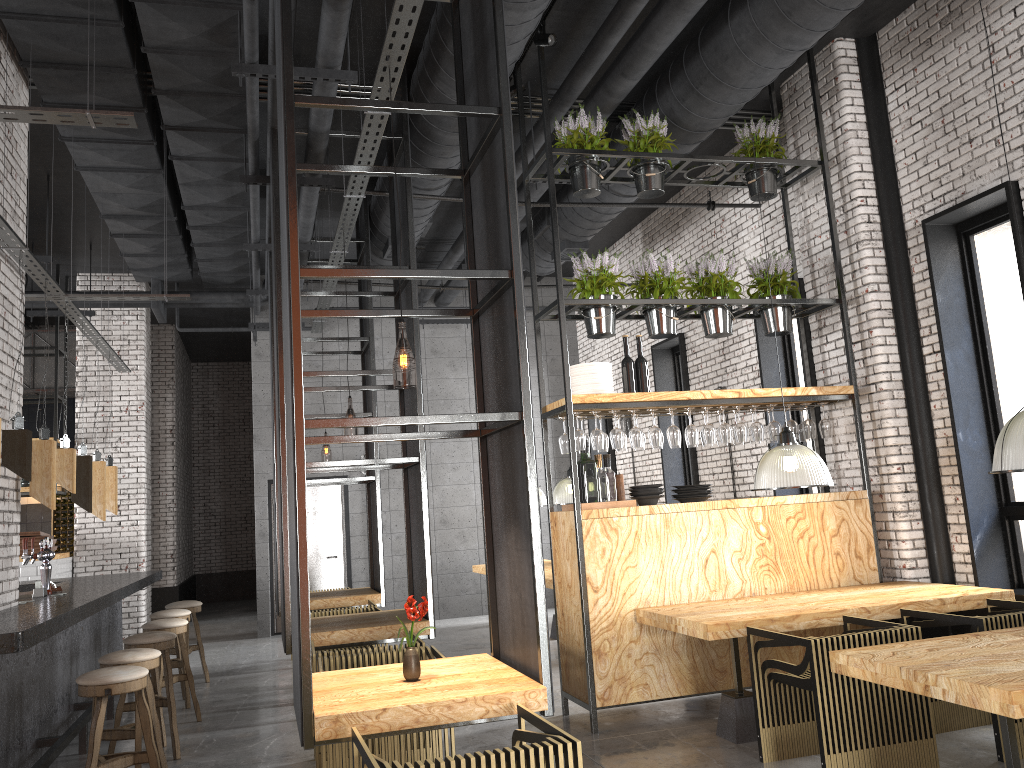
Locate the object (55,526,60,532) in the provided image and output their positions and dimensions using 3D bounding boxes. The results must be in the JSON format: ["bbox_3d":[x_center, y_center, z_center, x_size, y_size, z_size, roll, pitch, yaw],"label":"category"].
[{"bbox_3d":[-7.085,2.260,13.814,0.079,0.080,0.280,-1,-8,-16],"label":"object"}]

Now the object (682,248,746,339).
[{"bbox_3d":[1.578,-0.648,6.918,0.416,0.561,0.466,-9,-10,30],"label":"object"}]

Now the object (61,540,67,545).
[{"bbox_3d":[-6.981,2.466,13.811,0.079,0.080,0.280,-1,-8,-16],"label":"object"}]

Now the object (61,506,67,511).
[{"bbox_3d":[-7.012,1.944,13.877,0.079,0.079,0.283,-1,-8,-16],"label":"object"}]

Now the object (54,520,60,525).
[{"bbox_3d":[-7.082,2.151,13.795,0.079,0.079,0.283,-1,-8,-16],"label":"object"}]

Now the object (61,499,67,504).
[{"bbox_3d":[-7.013,1.836,13.872,0.079,0.079,0.283,-1,-8,-16],"label":"object"}]

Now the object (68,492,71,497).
[{"bbox_3d":[-6.939,1.736,13.951,0.079,0.079,0.283,-1,-8,-16],"label":"object"}]

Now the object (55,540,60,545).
[{"bbox_3d":[-7.066,2.466,13.766,0.079,0.080,0.280,-1,-8,-16],"label":"object"}]

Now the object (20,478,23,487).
[{"bbox_3d":[-6.160,1.055,11.291,0.157,0.556,0.105,-2,-9,-12],"label":"object"}]

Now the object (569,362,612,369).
[{"bbox_3d":[0.567,-0.112,6.492,0.334,0.039,0.334,3,-11,-42],"label":"object"}]

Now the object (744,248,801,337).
[{"bbox_3d":[2.072,-0.669,7.016,0.416,0.561,0.466,-4,-9,3],"label":"object"}]

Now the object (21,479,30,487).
[{"bbox_3d":[-6.083,1.207,11.103,0.118,0.181,0.118,3,-11,-39],"label":"object"}]

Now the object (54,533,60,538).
[{"bbox_3d":[-7.071,2.360,13.774,0.079,0.080,0.280,-1,-8,-16],"label":"object"}]

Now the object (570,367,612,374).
[{"bbox_3d":[0.569,-0.074,6.486,0.334,0.044,0.334,4,-11,-45],"label":"object"}]

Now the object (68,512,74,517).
[{"bbox_3d":[-6.918,2.047,13.901,0.079,0.079,0.283,-1,-8,-16],"label":"object"}]

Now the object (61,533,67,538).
[{"bbox_3d":[-6.977,2.356,13.787,0.079,0.080,0.280,-1,-8,-16],"label":"object"}]

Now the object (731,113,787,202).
[{"bbox_3d":[2.013,-1.778,7.177,0.416,0.561,0.466,-3,-9,-6],"label":"object"}]

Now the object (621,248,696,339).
[{"bbox_3d":[1.119,-0.636,6.779,0.467,0.561,0.415,-1,-9,-21],"label":"object"}]

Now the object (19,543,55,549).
[{"bbox_3d":[-5.813,1.965,10.741,0.405,0.044,0.634,-1,-9,-19],"label":"object"}]

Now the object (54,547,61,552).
[{"bbox_3d":[-7.064,2.572,13.765,0.079,0.080,0.280,-1,-8,-16],"label":"object"}]

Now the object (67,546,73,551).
[{"bbox_3d":[-6.875,2.563,13.793,0.079,0.080,0.280,-1,-8,-16],"label":"object"}]

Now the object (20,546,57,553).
[{"bbox_3d":[-5.810,2.009,10.734,0.405,0.044,0.634,-2,-8,-13],"label":"object"}]

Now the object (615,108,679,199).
[{"bbox_3d":[1.060,-1.747,6.931,0.466,0.561,0.415,-9,-10,32],"label":"object"}]

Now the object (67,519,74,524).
[{"bbox_3d":[-6.904,2.148,13.861,0.079,0.079,0.283,-1,-8,-16],"label":"object"}]

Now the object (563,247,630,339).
[{"bbox_3d":[0.645,-0.628,6.605,0.466,0.561,0.416,-11,-11,39],"label":"object"}]

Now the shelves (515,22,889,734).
[{"bbox_3d":[1.383,-0.196,6.757,2.333,5.035,0.687,-1,-9,-16],"label":"shelves"}]

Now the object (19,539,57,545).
[{"bbox_3d":[-5.816,1.921,10.749,0.405,0.044,0.634,-2,-8,-15],"label":"object"}]

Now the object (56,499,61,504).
[{"bbox_3d":[-7.107,1.841,13.859,0.079,0.079,0.283,-1,-8,-16],"label":"object"}]

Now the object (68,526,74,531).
[{"bbox_3d":[-6.899,2.253,13.852,0.079,0.080,0.280,-1,-8,-16],"label":"object"}]

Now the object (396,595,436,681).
[{"bbox_3d":[-0.421,1.118,3.921,0.156,0.356,0.171,-9,-10,31],"label":"object"}]

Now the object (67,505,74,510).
[{"bbox_3d":[-6.916,1.938,13.885,0.079,0.079,0.283,-1,-8,-16],"label":"object"}]

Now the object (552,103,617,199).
[{"bbox_3d":[0.549,-1.727,6.821,0.467,0.561,0.415,4,-12,-41],"label":"object"}]

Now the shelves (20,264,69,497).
[{"bbox_3d":[-8.581,-0.031,10.772,5.677,3.076,0.595,-2,-9,-16],"label":"shelves"}]

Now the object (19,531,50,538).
[{"bbox_3d":[-5.854,1.825,10.689,0.406,0.094,0.634,-1,-8,-18],"label":"object"}]

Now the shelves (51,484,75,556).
[{"bbox_3d":[-6.733,2.300,13.959,0.889,2.155,0.250,-1,-9,-16],"label":"shelves"}]

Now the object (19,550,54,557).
[{"bbox_3d":[-5.807,2.053,10.727,0.405,0.044,0.634,-1,-9,-20],"label":"object"}]

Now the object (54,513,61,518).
[{"bbox_3d":[-7.095,2.050,13.834,0.079,0.079,0.283,-1,-8,-16],"label":"object"}]

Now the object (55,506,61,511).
[{"bbox_3d":[-7.107,1.949,13.866,0.079,0.079,0.283,-1,-8,-16],"label":"object"}]

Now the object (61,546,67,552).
[{"bbox_3d":[-6.969,2.567,13.775,0.079,0.080,0.280,-1,-8,-16],"label":"object"}]

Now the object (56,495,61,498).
[{"bbox_3d":[-7.117,1.739,13.884,0.079,0.079,0.283,-1,-8,-16],"label":"object"}]

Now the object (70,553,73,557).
[{"bbox_3d":[-6.875,2.671,13.800,0.079,0.080,0.280,-1,-8,-16],"label":"object"}]

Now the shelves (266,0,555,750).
[{"bbox_3d":[-1.257,-0.344,6.646,1.003,4.380,6.128,-1,-9,-16],"label":"shelves"}]

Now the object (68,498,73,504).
[{"bbox_3d":[-6.928,1.837,13.920,0.079,0.079,0.283,-1,-8,-16],"label":"object"}]

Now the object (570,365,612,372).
[{"bbox_3d":[0.568,-0.093,6.488,0.334,0.039,0.334,3,-11,-41],"label":"object"}]

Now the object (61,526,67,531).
[{"bbox_3d":[-6.985,2.252,13.807,0.079,0.080,0.280,-1,-8,-16],"label":"object"}]

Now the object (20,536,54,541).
[{"bbox_3d":[-5.819,1.878,10.756,0.405,0.044,0.634,-1,-9,-22],"label":"object"}]

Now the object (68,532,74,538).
[{"bbox_3d":[-6.896,2.359,13.850,0.079,0.080,0.280,-1,-8,-16],"label":"object"}]

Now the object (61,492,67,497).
[{"bbox_3d":[-7.021,1.733,13.892,0.079,0.079,0.283,-1,-8,-16],"label":"object"}]

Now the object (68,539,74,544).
[{"bbox_3d":[-6.885,2.460,13.818,0.079,0.080,0.280,-1,-8,-16],"label":"object"}]

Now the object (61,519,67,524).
[{"bbox_3d":[-6.997,2.151,13.843,0.079,0.079,0.283,-1,-8,-16],"label":"object"}]

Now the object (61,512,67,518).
[{"bbox_3d":[-7.010,2.051,13.879,0.079,0.079,0.283,-1,-8,-16],"label":"object"}]
